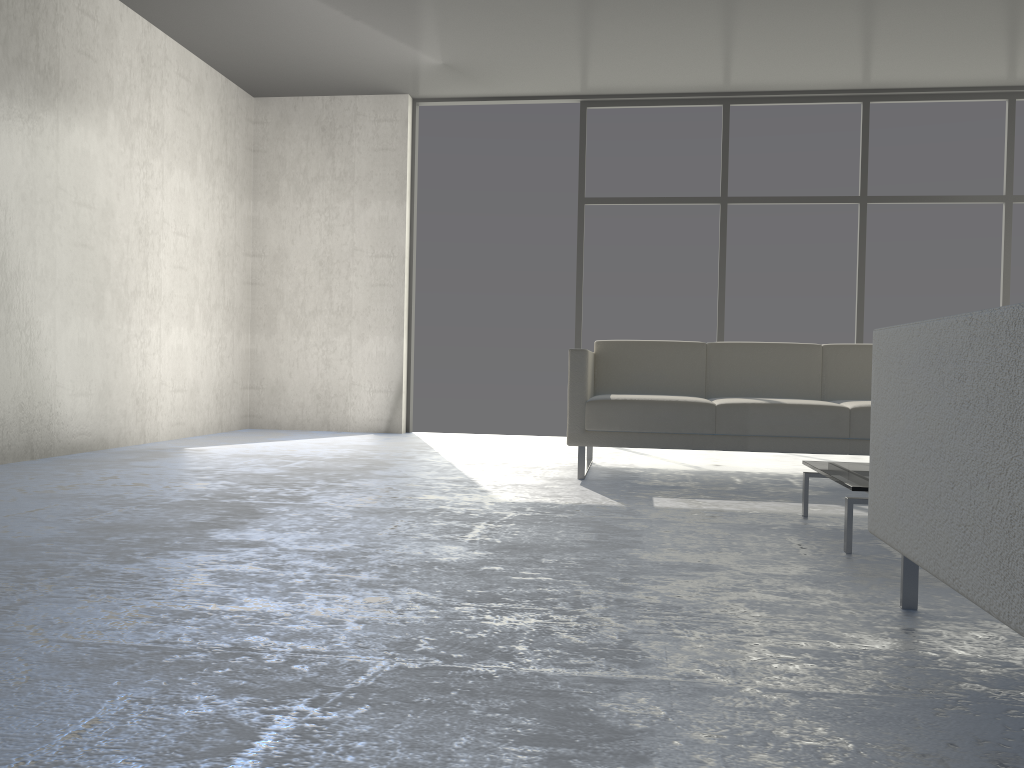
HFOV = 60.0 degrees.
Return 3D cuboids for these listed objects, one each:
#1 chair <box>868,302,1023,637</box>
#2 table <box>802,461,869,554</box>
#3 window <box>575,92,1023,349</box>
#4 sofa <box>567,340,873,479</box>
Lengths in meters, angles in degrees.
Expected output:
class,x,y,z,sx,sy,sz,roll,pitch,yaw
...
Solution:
class,x,y,z,sx,sy,sz,roll,pitch,yaw
chair,1.085,0.158,1.473,0.748,0.662,0.821,1,1,8
table,1.357,0.380,2.733,0.773,0.190,0.730,1,1,8
window,2.497,-0.794,6.267,4.080,2.477,0.037,1,1,8
sofa,1.235,0.119,4.267,1.881,0.658,0.821,1,1,8
